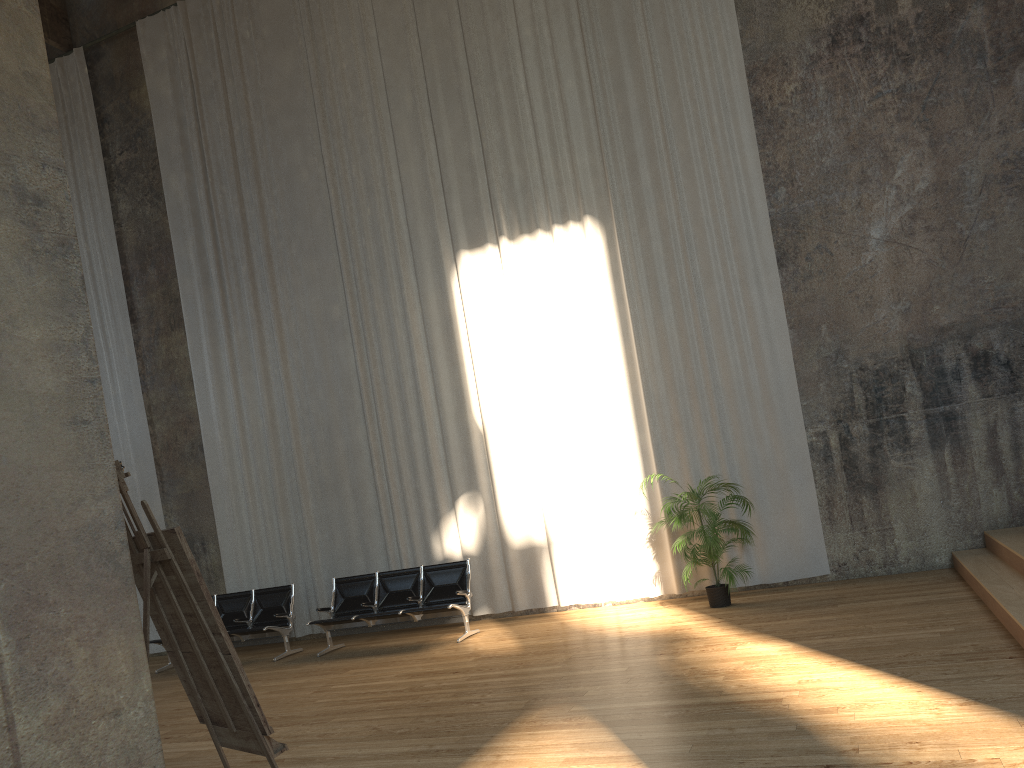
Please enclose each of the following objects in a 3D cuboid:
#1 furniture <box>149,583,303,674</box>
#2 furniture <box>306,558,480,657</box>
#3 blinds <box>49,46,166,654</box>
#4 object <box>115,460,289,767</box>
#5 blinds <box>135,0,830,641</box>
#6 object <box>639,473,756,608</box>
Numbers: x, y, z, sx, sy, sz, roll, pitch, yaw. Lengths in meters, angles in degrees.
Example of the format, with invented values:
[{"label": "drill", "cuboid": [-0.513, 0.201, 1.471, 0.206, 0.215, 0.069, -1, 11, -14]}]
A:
[{"label": "furniture", "cuboid": [-3.572, 3.018, 10.815, 1.884, 0.841, 0.706, -12, -4, 21]}, {"label": "furniture", "cuboid": [-1.374, 2.544, 9.950, 1.884, 0.841, 0.706, -12, -4, 21]}, {"label": "blinds", "cuboid": [-8.901, 0.261, 13.779, 7.888, 8.632, 0.273, -11, 0, 22]}, {"label": "object", "cuboid": [-1.448, 1.127, 3.817, 0.677, 2.141, 0.710, -9, -1, -43]}, {"label": "blinds", "cuboid": [-0.943, -1.454, 10.648, 7.888, 8.632, 0.273, -11, 0, 22]}, {"label": "object", "cuboid": [1.951, 1.567, 9.005, 1.134, 1.453, 1.092, -10, -3, 12]}]
